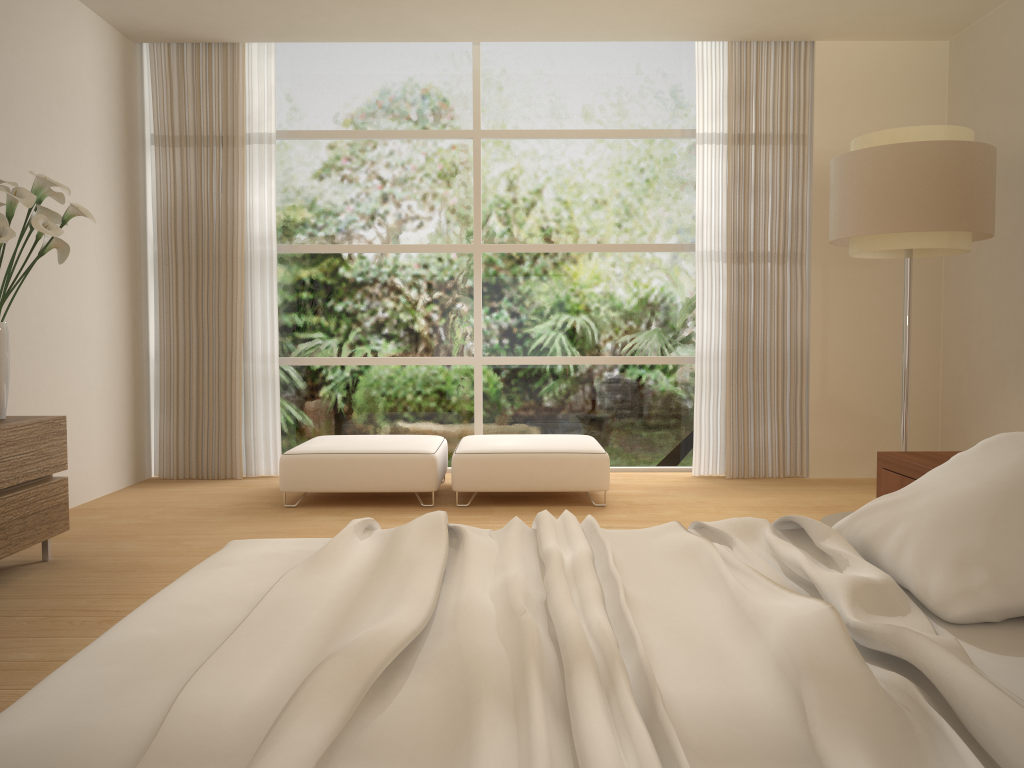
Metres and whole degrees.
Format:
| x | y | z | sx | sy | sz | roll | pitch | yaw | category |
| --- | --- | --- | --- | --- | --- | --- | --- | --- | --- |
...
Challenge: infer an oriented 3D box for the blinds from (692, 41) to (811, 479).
| x | y | z | sx | sy | sz | roll | pitch | yaw | category |
| --- | --- | --- | --- | --- | --- | --- | --- | --- | --- |
| 1.719 | -0.999 | 6.349 | 0.814 | 3.351 | 0.202 | 0 | 3 | -1 | blinds |

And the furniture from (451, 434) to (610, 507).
| x | y | z | sx | sy | sz | roll | pitch | yaw | category |
| --- | --- | --- | --- | --- | --- | --- | --- | --- | --- |
| 0.112 | 0.540 | 5.766 | 0.965 | 0.346 | 0.964 | 0 | 3 | 0 | furniture |

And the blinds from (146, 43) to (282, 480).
| x | y | z | sx | sy | sz | roll | pitch | yaw | category |
| --- | --- | --- | --- | --- | --- | --- | --- | --- | --- |
| -2.164 | -0.989 | 6.398 | 0.950 | 3.352 | 0.211 | 0 | 3 | -1 | blinds |

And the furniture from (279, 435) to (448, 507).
| x | y | z | sx | sy | sz | roll | pitch | yaw | category |
| --- | --- | --- | --- | --- | --- | --- | --- | --- | --- |
| -0.923 | 0.543 | 5.765 | 0.965 | 0.346 | 0.964 | 0 | 3 | 0 | furniture |

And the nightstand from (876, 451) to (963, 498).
| x | y | z | sx | sy | sz | roll | pitch | yaw | category |
| --- | --- | --- | --- | --- | --- | --- | --- | --- | --- |
| 1.752 | 0.654 | 1.567 | 0.493 | 0.539 | 4.220 | 0 | 3 | 0 | nightstand |

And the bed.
| x | y | z | sx | sy | sz | roll | pitch | yaw | category |
| --- | --- | --- | --- | --- | --- | --- | --- | --- | --- |
| 0.334 | 0.647 | 1.511 | 2.535 | 0.570 | 2.599 | 0 | 3 | 0 | bed |

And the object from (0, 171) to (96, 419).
| x | y | z | sx | sy | sz | roll | pitch | yaw | category |
| --- | --- | --- | --- | --- | --- | --- | --- | --- | --- |
| -2.120 | -0.389 | 3.832 | 0.515 | 1.085 | 0.608 | -3 | 4 | -42 | object |

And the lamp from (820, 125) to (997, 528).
| x | y | z | sx | sy | sz | roll | pitch | yaw | category |
| --- | --- | --- | --- | --- | --- | --- | --- | --- | --- |
| 2.030 | -0.239 | 4.554 | 0.817 | 2.018 | 0.817 | 3 | 4 | 43 | lamp |

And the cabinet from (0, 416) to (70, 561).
| x | y | z | sx | sy | sz | roll | pitch | yaw | category |
| --- | --- | --- | --- | --- | --- | --- | --- | --- | --- |
| -2.335 | 0.571 | 2.232 | 0.588 | 0.662 | 3.713 | 0 | 3 | 0 | cabinet |

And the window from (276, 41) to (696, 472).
| x | y | z | sx | sy | sz | roll | pitch | yaw | category |
| --- | --- | --- | --- | --- | --- | --- | --- | --- | --- |
| -0.260 | -1.017 | 6.656 | 4.781 | 3.371 | 0.071 | 0 | 3 | 0 | window |

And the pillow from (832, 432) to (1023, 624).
| x | y | z | sx | sy | sz | roll | pitch | yaw | category |
| --- | --- | --- | --- | --- | --- | --- | --- | --- | --- |
| 1.094 | 0.318 | 1.536 | 0.561 | 0.339 | 1.720 | 0 | 3 | 0 | pillow |
